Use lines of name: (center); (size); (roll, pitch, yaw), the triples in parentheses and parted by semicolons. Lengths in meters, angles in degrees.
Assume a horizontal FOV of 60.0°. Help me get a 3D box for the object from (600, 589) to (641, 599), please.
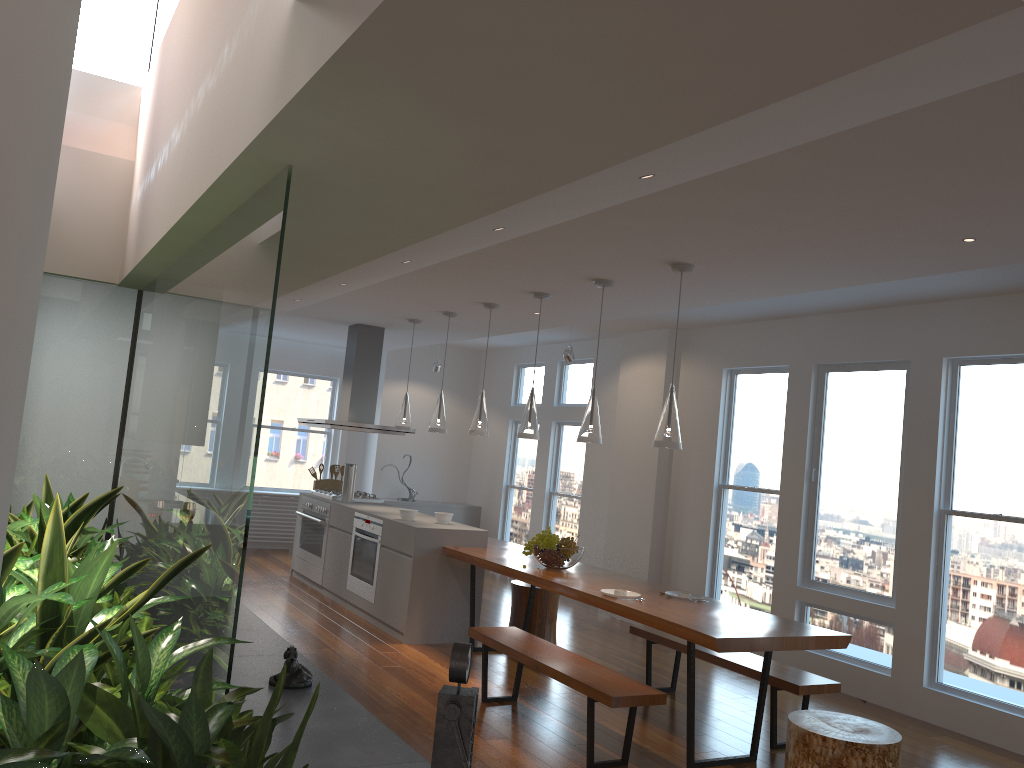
object: (0.601, 1.166, 4.918); (0.222, 0.020, 0.222); (5, -5, 11)

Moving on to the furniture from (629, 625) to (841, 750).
furniture: (1.245, 1.781, 5.255); (0.316, 0.389, 1.433); (8, -5, -29)

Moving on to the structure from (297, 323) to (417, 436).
structure: (-1.462, -0.239, 8.700); (0.909, 1.405, 0.900); (8, -5, -29)

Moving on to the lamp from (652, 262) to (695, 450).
lamp: (0.875, -0.185, 4.748); (0.160, 1.060, 0.160); (6, -4, -2)

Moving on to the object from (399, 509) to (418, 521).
object: (-0.811, 1.022, 6.916); (0.152, 0.082, 0.152); (5, -5, 10)

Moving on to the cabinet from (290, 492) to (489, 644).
cabinet: (-1.199, 1.511, 7.784); (0.597, 0.832, 2.936); (8, -5, -29)

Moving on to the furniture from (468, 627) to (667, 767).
furniture: (0.215, 1.633, 4.672); (0.316, 0.389, 1.433); (8, -5, -29)

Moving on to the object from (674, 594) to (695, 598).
object: (0.988, 1.222, 5.082); (0.124, 0.011, 0.124); (2, -6, 43)

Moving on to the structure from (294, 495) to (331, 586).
structure: (-1.680, 1.499, 8.555); (0.649, 0.735, 0.890); (8, -5, -29)

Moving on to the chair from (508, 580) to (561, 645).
chair: (0.167, 1.765, 6.801); (0.396, 0.455, 0.402); (9, -6, -39)

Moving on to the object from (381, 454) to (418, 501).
object: (-1.326, 1.126, 10.721); (0.210, 0.563, 0.590); (3, -5, 32)

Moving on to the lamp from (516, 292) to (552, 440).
lamp: (0.160, -0.157, 6.004); (0.160, 1.060, 0.160); (6, -4, -2)

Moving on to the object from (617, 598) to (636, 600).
object: (0.640, 1.170, 4.823); (0.164, 0.006, 0.017); (8, -5, -24)

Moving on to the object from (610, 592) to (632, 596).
object: (0.601, 1.171, 4.917); (0.124, 0.011, 0.124); (6, -5, -8)

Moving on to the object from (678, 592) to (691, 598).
object: (0.989, 1.212, 5.083); (0.079, 0.030, 0.070); (5, -5, 14)

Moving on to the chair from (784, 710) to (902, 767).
chair: (1.412, 1.675, 3.812); (0.460, 0.400, 0.460); (7, -5, -19)

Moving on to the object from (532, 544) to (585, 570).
object: (0.296, 1.147, 5.866); (0.360, 0.159, 0.360); (4, -5, 24)

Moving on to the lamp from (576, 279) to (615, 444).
lamp: (0.517, -0.171, 5.376); (0.160, 1.060, 0.160); (6, -4, -2)

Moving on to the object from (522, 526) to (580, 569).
object: (0.273, 1.082, 5.871); (0.292, 0.284, 0.394); (4, -5, 25)

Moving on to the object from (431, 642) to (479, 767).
object: (-0.083, 0.954, 2.255); (0.318, 0.565, 0.134); (5, -4, 7)

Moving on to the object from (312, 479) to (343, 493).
object: (-1.836, 1.045, 9.003); (0.353, 0.157, 0.084); (8, -5, -29)

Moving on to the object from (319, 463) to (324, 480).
object: (-1.936, 0.951, 8.960); (0.055, 0.299, 0.027); (8, -5, -29)

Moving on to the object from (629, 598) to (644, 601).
object: (0.655, 1.165, 4.794); (0.149, 0.014, 0.044); (8, -5, -31)

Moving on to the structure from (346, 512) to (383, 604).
structure: (-1.192, 1.398, 7.211); (0.072, 0.648, 0.644); (8, -5, -29)

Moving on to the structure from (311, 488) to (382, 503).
structure: (-1.608, 1.082, 8.619); (0.520, 0.073, 0.650); (8, -5, -29)

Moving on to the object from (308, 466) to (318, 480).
object: (-1.968, 0.964, 8.938); (0.199, 0.259, 0.016); (7, -5, -19)

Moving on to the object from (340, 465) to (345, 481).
object: (-1.740, 0.979, 9.051); (0.068, 0.298, 0.039); (8, -5, -29)

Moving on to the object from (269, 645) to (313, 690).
object: (-0.937, 1.188, 3.738); (0.181, 0.155, 0.216); (4, -5, 25)

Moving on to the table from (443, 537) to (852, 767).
table: (-0.226, 1.589, 6.729); (0.893, 0.704, 5.996); (8, -5, -29)

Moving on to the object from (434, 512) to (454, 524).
object: (-0.535, 1.050, 6.930); (0.152, 0.082, 0.152); (4, -5, 21)

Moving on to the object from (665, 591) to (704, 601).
object: (0.989, 1.218, 5.083); (0.222, 0.020, 0.222); (9, -6, -37)

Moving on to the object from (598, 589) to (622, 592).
object: (0.553, 1.168, 5.013); (0.158, 0.017, 0.019); (8, -5, -24)

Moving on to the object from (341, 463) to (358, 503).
object: (-1.491, 0.915, 8.162); (0.120, 0.356, 0.172); (4, -5, 19)

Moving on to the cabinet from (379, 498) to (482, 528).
cabinet: (-1.079, 1.814, 10.897); (1.309, 0.725, 0.420); (8, -5, -29)

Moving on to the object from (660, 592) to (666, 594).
object: (0.920, 1.222, 5.185); (0.149, 0.014, 0.044); (8, -5, -28)

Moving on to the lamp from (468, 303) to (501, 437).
lamp: (-0.198, -0.143, 6.633); (0.160, 1.060, 0.160); (6, -4, -2)

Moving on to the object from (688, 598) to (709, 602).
object: (1.053, 1.216, 4.997); (0.158, 0.017, 0.019); (9, -5, -34)

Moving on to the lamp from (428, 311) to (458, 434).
lamp: (-0.556, -0.129, 7.261); (0.160, 1.060, 0.160); (6, -4, -2)

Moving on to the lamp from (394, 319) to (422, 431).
lamp: (-0.913, -0.116, 7.889); (0.160, 1.060, 0.160); (6, -4, -2)

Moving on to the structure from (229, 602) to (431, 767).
structure: (-2.030, 1.287, 2.912); (3.088, 0.386, 5.584); (8, -5, -29)

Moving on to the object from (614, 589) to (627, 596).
object: (0.602, 1.160, 4.918); (0.079, 0.030, 0.070); (4, -5, 24)

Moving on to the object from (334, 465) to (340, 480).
object: (-1.793, 0.971, 9.017); (0.057, 0.299, 0.019); (8, -5, -29)

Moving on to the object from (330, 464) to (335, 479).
object: (-1.832, 0.967, 9.018); (0.061, 0.299, 0.040); (8, -5, -32)
